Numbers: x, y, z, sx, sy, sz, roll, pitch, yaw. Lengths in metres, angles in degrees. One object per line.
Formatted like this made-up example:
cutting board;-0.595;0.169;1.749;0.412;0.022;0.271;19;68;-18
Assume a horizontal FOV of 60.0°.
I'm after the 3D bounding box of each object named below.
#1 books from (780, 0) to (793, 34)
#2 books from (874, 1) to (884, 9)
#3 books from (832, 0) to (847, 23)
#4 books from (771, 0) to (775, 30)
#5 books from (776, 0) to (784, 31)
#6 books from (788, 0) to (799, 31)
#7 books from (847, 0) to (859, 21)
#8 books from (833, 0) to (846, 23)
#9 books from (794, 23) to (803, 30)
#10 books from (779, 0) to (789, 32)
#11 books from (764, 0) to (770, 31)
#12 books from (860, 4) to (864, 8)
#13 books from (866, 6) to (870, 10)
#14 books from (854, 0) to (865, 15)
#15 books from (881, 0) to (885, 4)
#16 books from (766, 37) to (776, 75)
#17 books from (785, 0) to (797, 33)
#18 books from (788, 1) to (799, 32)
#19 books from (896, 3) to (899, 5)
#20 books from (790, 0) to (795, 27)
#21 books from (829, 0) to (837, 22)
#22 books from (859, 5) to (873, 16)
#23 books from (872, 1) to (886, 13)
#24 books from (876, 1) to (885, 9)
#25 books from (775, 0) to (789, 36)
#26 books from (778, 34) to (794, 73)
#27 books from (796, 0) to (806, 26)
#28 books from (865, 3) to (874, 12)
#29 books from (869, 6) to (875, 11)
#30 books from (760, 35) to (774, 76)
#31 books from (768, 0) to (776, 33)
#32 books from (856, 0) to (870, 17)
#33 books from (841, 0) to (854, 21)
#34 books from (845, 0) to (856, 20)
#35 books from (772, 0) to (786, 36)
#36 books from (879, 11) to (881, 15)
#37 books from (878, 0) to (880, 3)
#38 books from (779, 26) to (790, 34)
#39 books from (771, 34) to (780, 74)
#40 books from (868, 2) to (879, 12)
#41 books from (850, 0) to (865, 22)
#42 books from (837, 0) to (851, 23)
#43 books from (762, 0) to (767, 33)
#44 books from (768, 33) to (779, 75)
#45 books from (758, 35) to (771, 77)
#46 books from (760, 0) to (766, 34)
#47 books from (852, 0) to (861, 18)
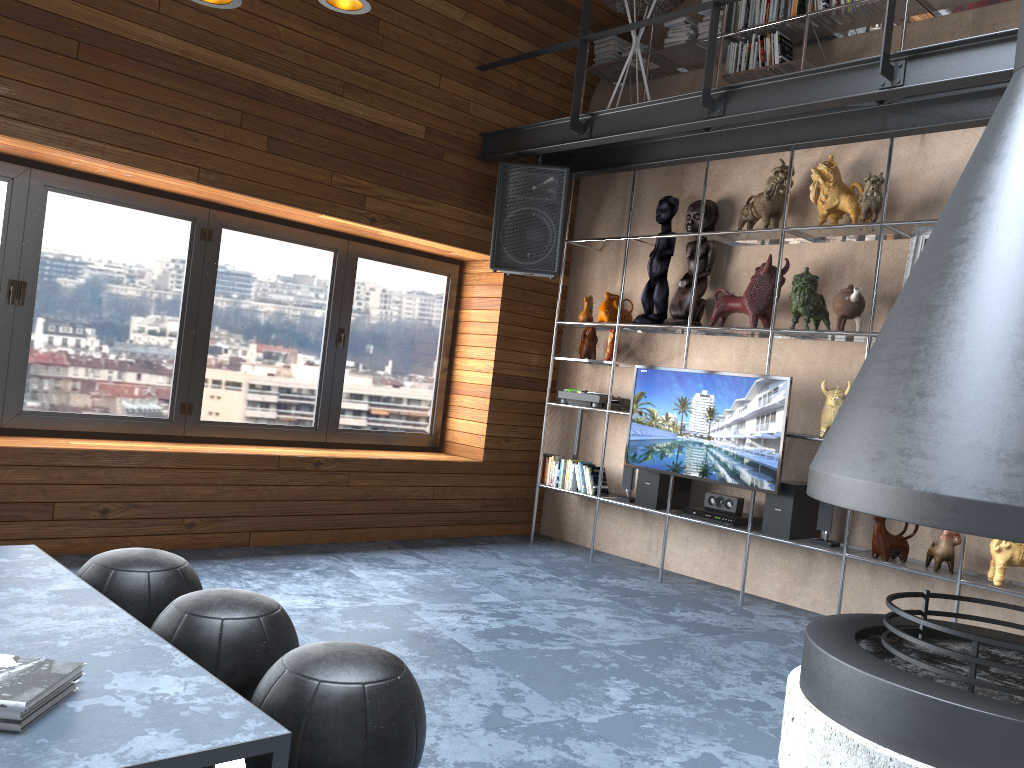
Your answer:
books;1.631;-2.188;5.214;0.148;0.206;0.018;7;0;-43
books;1.988;-2.136;4.806;0.117;0.182;0.044;7;0;-43
books;1.852;-2.162;5.022;0.149;0.205;0.049;7;0;-44
books;1.592;-2.193;5.277;0.148;0.206;0.014;7;0;-43
books;1.609;-2.176;5.241;0.128;0.176;0.009;7;0;-43
books;1.656;-2.198;5.175;0.129;0.231;0.010;7;0;-43
books;1.914;-2.154;4.964;0.149;0.205;0.049;7;0;-44
books;1.848;-2.176;5.003;0.148;0.233;0.053;7;0;-43
books;1.682;-2.181;5.161;0.127;0.199;0.019;7;0;-43
books;1.617;-2.189;5.218;0.130;0.208;0.010;7;0;-43
books;1.557;-2.193;5.296;0.143;0.199;0.019;7;0;-43
books;1.936;-2.150;4.859;0.127;0.200;0.046;7;0;-43
books;1.949;-2.149;4.856;0.127;0.200;0.046;7;0;-43
books;1.916;-2.152;4.896;0.127;0.200;0.046;7;0;-43
books;2.006;-2.129;4.771;0.111;0.174;0.041;7;0;-43
books;1.550;-1.941;5.263;0.126;0.197;0.047;7;0;-43
books;1.654;-2.186;5.216;0.130;0.206;0.010;7;0;-43
books;1.658;-2.190;5.199;0.115;0.216;0.016;7;0;-43
books;2.040;-2.127;4.742;0.112;0.176;0.039;7;0;-43
books;1.668;-2.172;5.172;0.131;0.181;0.014;7;0;-43
books;1.840;-2.178;5.037;0.143;0.236;0.062;7;0;-43
books;1.944;-2.159;4.894;0.171;0.218;0.047;7;0;-44
books;1.992;-2.155;4.832;0.161;0.222;0.055;7;0;-43
books;1.990;-2.132;4.794;0.112;0.176;0.039;7;0;-43
books;1.615;-2.194;5.261;0.136;0.213;0.014;7;0;-43
books;1.604;-1.935;5.198;0.138;0.191;0.049;7;0;-43
books;1.689;-2.187;5.114;0.137;0.215;0.014;7;0;-43
books;1.954;-2.134;4.841;0.119;0.171;0.044;7;0;-43
books;1.953;-2.135;4.840;0.115;0.166;0.042;7;0;-43
books;1.532;-1.955;5.294;0.155;0.215;0.055;7;0;-43
books;1.582;-2.211;5.289;0.146;0.240;0.023;7;0;-43
books;1.937;-2.159;4.900;0.164;0.217;0.048;7;0;-43
books;1.881;-2.172;4.968;0.148;0.233;0.053;7;0;-43
books;1.901;-2.144;4.967;0.131;0.180;0.042;7;0;-44
books;1.600;-2.206;5.264;0.148;0.234;0.013;7;0;-43
books;1.981;-2.158;4.863;0.177;0.217;0.046;7;0;-43
books;1.999;-2.142;4.792;0.111;0.197;0.043;7;0;-43
books;1.623;-2.202;5.237;0.129;0.231;0.010;7;0;-43
books;1.576;-1.948;5.251;0.137;0.216;0.049;7;0;-43
books;1.972;-2.149;4.837;0.125;0.206;0.055;7;0;-43
books;1.928;-2.167;4.963;0.148;0.233;0.053;7;0;-43
books;1.873;-2.156;4.997;0.139;0.201;0.057;7;0;-43
books;1.550;-2.212;5.308;0.148;0.234;0.013;7;0;-43
books;1.558;-1.950;5.252;0.133;0.218;0.051;7;0;-43
books;1.513;-1.961;5.303;0.117;0.220;0.054;7;0;-43
books;1.538;-2.213;5.314;0.148;0.234;0.013;7;0;-43
books;1.924;-2.141;4.939;0.131;0.180;0.042;7;0;-43
